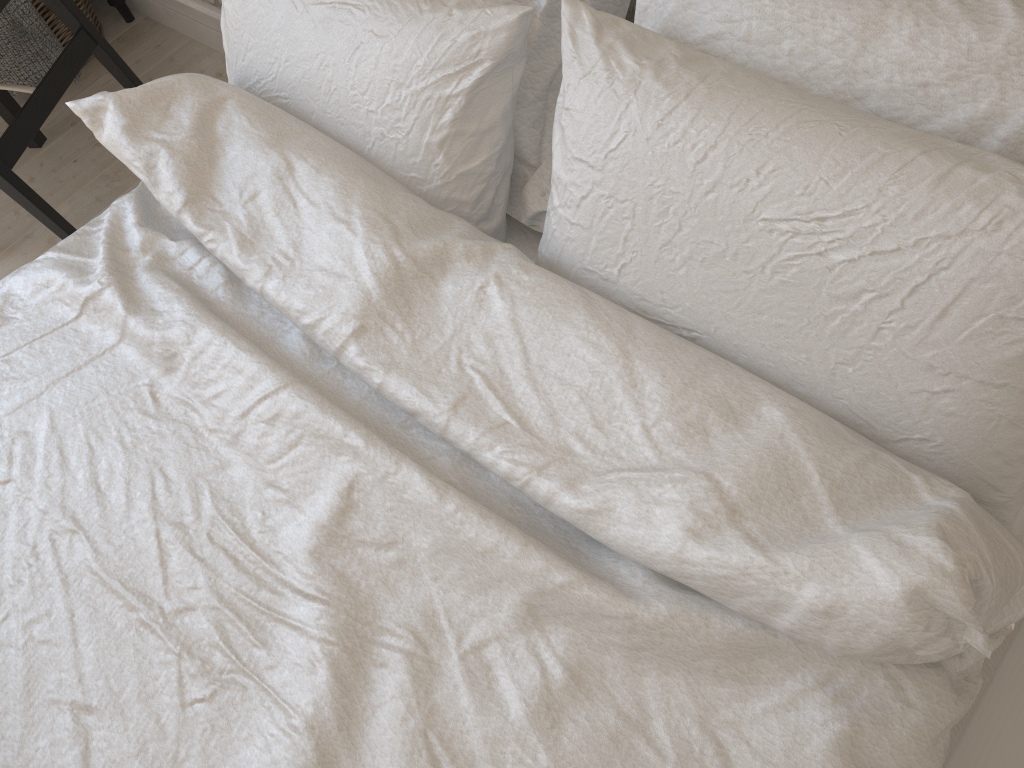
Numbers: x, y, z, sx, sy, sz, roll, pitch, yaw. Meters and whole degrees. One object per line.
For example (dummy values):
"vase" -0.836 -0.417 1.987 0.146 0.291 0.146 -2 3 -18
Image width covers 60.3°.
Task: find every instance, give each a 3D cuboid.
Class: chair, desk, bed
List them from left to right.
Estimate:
"desk" -1.523 -0.890 1.976 0.445 0.787 1.132 30 68 29
"chair" -1.103 -0.639 1.674 0.458 0.823 0.477 2 58 16
"bed" -0.418 0.397 0.911 1.997 0.605 2.263 31 68 30

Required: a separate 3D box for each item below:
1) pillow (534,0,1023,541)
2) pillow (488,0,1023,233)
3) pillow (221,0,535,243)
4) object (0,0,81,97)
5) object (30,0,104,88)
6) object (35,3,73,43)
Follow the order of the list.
"pillow" 0.246 -0.117 0.805 0.577 0.295 0.206 32 70 30
"pillow" 0.087 -0.363 1.001 1.282 0.340 0.317 33 70 30
"pillow" -0.195 -0.390 1.132 0.574 0.290 0.209 32 70 30
"object" -1.284 -0.966 2.218 0.289 0.340 0.366 -15 54 4
"object" -1.296 -1.008 2.236 0.394 0.413 0.411 -21 54 0
"object" -1.343 -0.960 2.208 0.310 0.317 0.375 32 69 30
